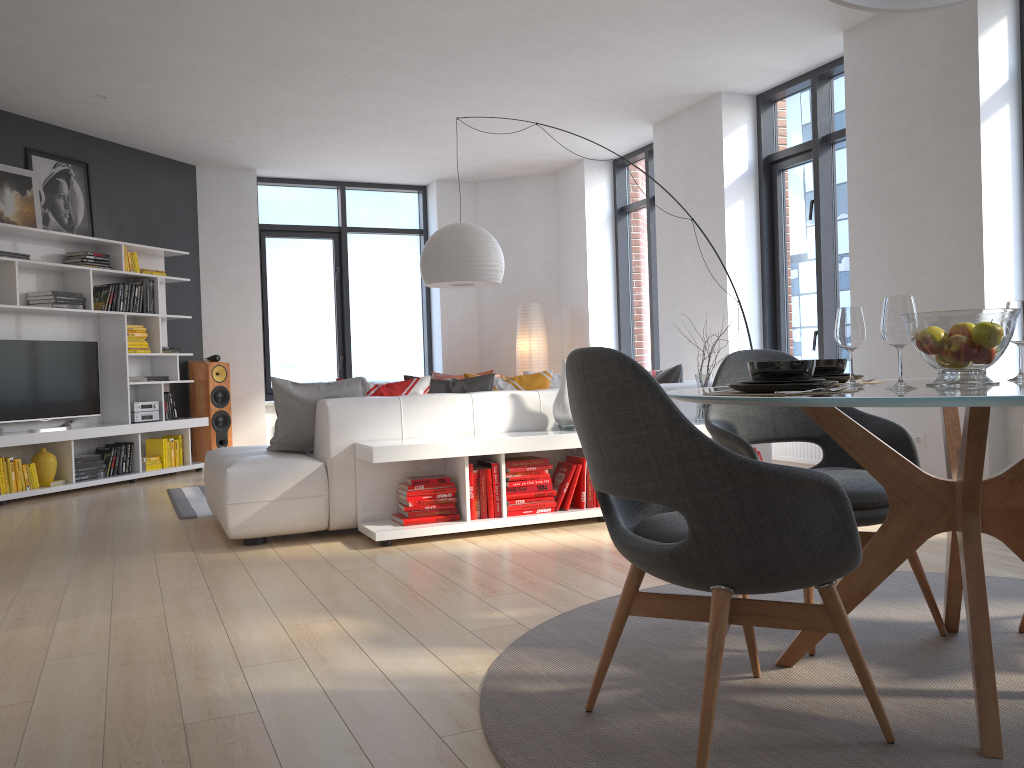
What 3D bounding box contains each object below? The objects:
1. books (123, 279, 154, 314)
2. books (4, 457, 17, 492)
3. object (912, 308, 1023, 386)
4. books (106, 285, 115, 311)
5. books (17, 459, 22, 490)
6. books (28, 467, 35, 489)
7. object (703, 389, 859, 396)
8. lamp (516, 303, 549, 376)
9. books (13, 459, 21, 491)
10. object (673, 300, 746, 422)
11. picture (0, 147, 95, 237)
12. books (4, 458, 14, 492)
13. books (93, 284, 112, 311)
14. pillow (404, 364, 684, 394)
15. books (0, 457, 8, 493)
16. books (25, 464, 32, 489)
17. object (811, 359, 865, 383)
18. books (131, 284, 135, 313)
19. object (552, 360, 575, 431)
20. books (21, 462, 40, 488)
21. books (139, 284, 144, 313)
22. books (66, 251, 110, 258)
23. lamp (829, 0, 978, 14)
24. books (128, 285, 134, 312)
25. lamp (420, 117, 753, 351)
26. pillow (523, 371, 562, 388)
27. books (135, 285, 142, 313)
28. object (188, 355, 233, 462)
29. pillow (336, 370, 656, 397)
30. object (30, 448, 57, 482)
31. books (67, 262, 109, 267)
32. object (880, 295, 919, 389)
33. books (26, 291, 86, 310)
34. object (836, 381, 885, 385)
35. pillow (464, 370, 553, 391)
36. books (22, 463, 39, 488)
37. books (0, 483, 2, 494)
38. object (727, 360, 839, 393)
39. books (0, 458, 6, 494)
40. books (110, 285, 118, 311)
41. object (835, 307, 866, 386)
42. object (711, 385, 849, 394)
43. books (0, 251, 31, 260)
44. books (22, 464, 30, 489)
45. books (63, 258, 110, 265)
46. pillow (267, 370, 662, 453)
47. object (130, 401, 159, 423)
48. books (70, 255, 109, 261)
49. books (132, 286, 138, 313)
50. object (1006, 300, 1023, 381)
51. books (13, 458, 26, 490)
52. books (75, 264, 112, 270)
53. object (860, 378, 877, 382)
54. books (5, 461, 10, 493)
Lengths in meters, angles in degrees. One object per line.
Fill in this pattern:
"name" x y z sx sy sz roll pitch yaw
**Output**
"books" -3.346 -0.773 7.948 0.259 0.321 0.128 -2 1 21
"books" -3.731 0.665 6.511 0.185 0.252 0.055 -2 1 20
"object" 1.146 -0.090 2.263 0.278 0.184 0.278 -2 1 -15
"books" -3.477 -0.723 7.542 0.187 0.234 0.096 -2 1 22
"books" -3.711 0.671 6.562 0.171 0.235 0.043 -2 1 20
"books" -3.640 0.702 6.648 0.113 0.169 0.049 -2 1 20
"object" 0.644 0.020 2.139 0.360 0.002 0.360 -1 1 41
"lamp" 0.390 -0.090 9.362 0.804 1.550 0.502 -1 1 27
"books" -3.701 0.669 6.533 0.169 0.240 0.043 -2 1 20
"object" 1.194 -0.147 5.282 0.406 0.744 0.607 -2 1 16
"picture" -3.848 -1.537 7.049 0.076 0.707 1.279 -2 1 21
"books" -3.731 0.665 6.483 0.180 0.252 0.041 -2 1 21
"books" -3.485 -0.723 7.509 0.182 0.234 0.104 -2 1 21
"pillow" 0.314 0.113 5.656 2.120 0.436 0.608 -2 1 -28
"books" -3.758 0.660 6.451 0.202 0.267 0.038 -2 1 22
"books" -3.659 0.693 6.634 0.134 0.187 0.046 -2 1 21
"object" 0.972 -0.040 2.793 0.258 0.074 0.258 -3 1 -43
"books" -3.391 -0.741 7.757 0.192 0.254 0.075 -2 1 20
"object" 0.382 0.058 5.015 0.316 0.398 0.319 -2 1 0
"books" -3.645 0.688 6.702 0.149 0.193 0.046 -2 1 22
"books" -3.354 -0.746 7.848 0.197 0.260 0.066 -2 1 21
"books" -3.553 -1.075 7.431 0.209 0.030 0.266 -2 1 15
"lamp" 1.030 -3.314 2.215 1.000 4.513 1.000 -2 1 -22
"books" -3.374 -0.733 7.726 0.172 0.242 0.069 -2 1 22
"lamp" 0.936 -0.603 6.070 3.199 2.647 0.710 -2 1 12
"pillow" 0.365 0.094 6.536 0.580 0.456 2.156 -2 1 2
"books" -3.366 -0.741 7.816 0.191 0.249 0.084 -2 1 21
"object" -2.964 0.265 8.630 0.434 1.088 0.290 -1 1 36
"pillow" 0.019 0.151 5.518 2.250 0.449 0.575 -2 1 -26
"object" -3.607 0.623 6.832 0.185 0.257 0.185 -2 1 -1
"books" -3.548 -0.995 7.428 0.189 0.020 0.264 -2 1 20
"object" 0.925 -0.099 2.115 0.083 0.220 0.083 -2 1 5
"books" -3.665 -0.663 7.137 0.277 0.137 0.343 -2 1 16
"object" 0.978 -0.002 2.783 0.360 0.002 0.360 -2 1 19
"pillow" 0.284 0.120 6.228 0.630 0.440 2.095 -2 1 23
"books" -3.646 0.688 6.677 0.148 0.193 0.067 -2 1 22
"books" -3.778 0.659 6.387 0.213 0.271 0.048 -2 1 21
"object" 0.650 -0.019 2.140 0.258 0.074 0.258 -3 1 -43
"books" -3.770 0.664 6.423 0.198 0.258 0.066 -2 1 21
"books" -3.453 -0.725 7.566 0.169 0.233 0.081 -2 1 20
"object" 0.955 -0.106 2.502 0.083 0.220 0.083 -1 1 38
"object" 0.647 0.012 2.132 0.206 0.015 0.309 -2 1 -19
"books" -3.838 -0.956 6.664 0.250 0.047 0.310 -2 1 17
"books" -3.674 0.693 6.617 0.138 0.188 0.056 -2 1 21
"books" -3.566 -1.020 7.438 0.214 0.030 0.284 -1 1 25
"pillow" -0.203 0.124 5.783 2.953 0.453 0.647 -3 1 -36
"object" -3.321 0.247 7.837 0.270 0.174 0.285 -2 1 21
"books" -3.541 -1.049 7.431 0.180 0.026 0.246 -1 1 24
"books" -3.369 -0.737 7.776 0.179 0.243 0.071 -2 1 20
"object" 1.413 -0.121 2.465 0.083 0.220 0.083 -1 1 27
"books" -3.708 0.671 6.595 0.172 0.235 0.056 -2 1 21
"books" -3.543 -0.970 7.428 0.214 0.030 0.284 -1 1 25
"object" 0.969 -0.010 2.779 0.309 0.015 0.206 -2 1 -19
"books" -3.734 0.679 6.462 0.156 0.230 0.042 -2 1 20
